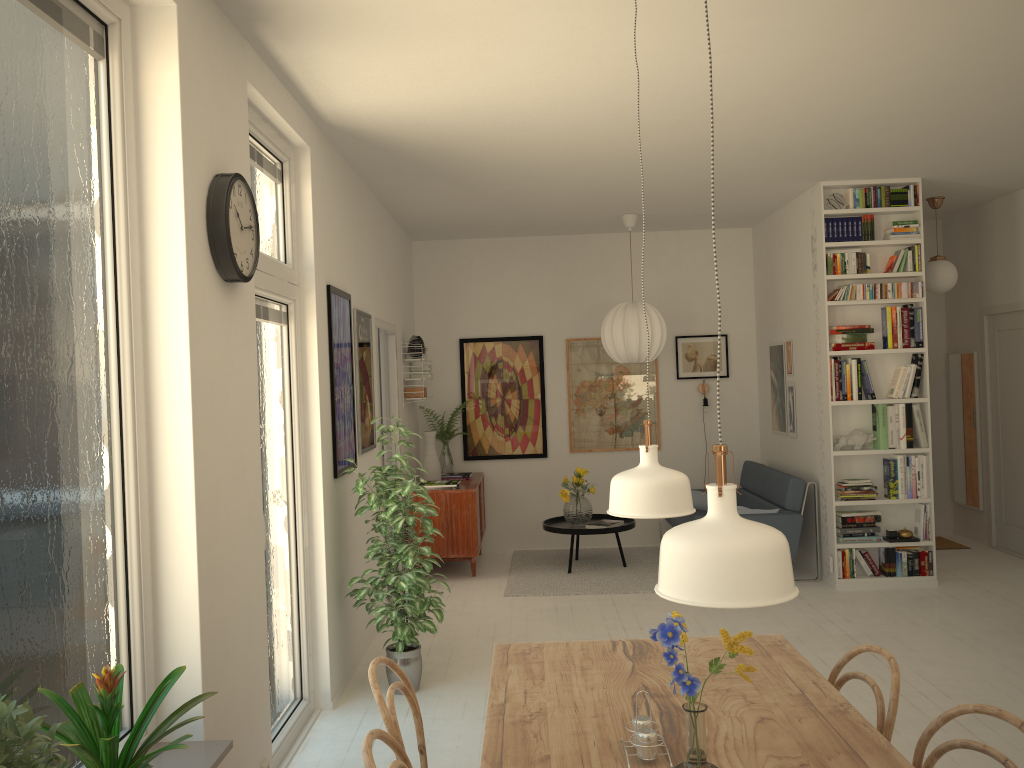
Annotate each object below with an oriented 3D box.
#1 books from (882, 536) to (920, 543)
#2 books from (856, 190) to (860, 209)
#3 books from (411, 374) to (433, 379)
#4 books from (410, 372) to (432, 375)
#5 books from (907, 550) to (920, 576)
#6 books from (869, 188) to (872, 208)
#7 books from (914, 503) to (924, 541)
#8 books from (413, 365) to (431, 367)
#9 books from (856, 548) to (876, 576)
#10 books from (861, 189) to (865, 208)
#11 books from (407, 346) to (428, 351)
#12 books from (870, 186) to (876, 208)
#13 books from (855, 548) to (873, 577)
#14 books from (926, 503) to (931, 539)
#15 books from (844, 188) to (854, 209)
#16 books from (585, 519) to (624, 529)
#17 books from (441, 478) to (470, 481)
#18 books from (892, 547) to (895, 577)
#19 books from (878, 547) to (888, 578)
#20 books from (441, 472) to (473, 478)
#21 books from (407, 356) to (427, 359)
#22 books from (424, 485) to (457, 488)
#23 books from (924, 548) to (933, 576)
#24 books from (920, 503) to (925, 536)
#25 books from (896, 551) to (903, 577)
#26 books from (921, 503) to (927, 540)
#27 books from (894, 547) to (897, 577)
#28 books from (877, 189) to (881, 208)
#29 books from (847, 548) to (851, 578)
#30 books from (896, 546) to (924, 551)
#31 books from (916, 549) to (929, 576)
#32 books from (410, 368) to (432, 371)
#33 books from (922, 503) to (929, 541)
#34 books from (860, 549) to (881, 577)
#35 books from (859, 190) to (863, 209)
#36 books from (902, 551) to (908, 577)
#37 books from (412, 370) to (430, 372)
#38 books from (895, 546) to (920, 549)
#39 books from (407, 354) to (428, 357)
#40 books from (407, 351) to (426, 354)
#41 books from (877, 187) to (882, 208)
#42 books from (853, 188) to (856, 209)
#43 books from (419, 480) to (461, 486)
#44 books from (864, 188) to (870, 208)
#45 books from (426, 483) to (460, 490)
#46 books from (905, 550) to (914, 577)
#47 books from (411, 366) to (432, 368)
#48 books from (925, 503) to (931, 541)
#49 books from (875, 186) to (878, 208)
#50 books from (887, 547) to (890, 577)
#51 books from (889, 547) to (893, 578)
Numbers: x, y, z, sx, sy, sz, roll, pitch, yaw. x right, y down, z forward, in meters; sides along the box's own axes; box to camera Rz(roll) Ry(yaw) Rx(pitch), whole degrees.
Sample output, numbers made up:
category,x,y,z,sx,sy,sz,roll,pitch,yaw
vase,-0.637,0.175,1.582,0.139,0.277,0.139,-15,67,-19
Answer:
category,x,y,z,sx,sy,sz,roll,pitch,yaw
books,2.783,1.110,6.347,0.214,0.023,0.130,-2,0,1
books,2.462,-1.315,6.390,0.023,0.137,0.161,-2,0,1
books,-0.795,-0.066,7.832,0.179,0.037,0.190,-2,0,0
books,-0.802,-0.095,7.824,0.168,0.021,0.197,-2,0,3
books,2.880,1.281,6.417,0.050,0.170,0.221,-2,0,1
books,2.556,-1.325,6.415,0.024,0.148,0.188,-2,0,1
books,2.923,0.987,6.409,0.034,0.257,0.209,-2,0,1
books,-0.793,-0.159,7.830,0.147,0.016,0.195,-2,0,-2
books,2.541,1.282,6.389,0.118,0.192,0.118,-2,0,1
books,2.508,-1.319,6.418,0.018,0.141,0.206,-2,0,1
books,-0.800,-0.296,7.516,0.178,0.036,0.145,-2,0,-6
books,2.579,-1.330,6.422,0.024,0.156,0.228,-2,0,1
books,2.510,1.279,6.397,0.135,0.200,0.134,-2,0,1
books,2.976,0.985,6.382,0.011,0.256,0.139,-2,0,1
books,2.424,-1.320,6.399,0.026,0.149,0.155,-2,0,1
books,0.755,1.142,7.202,0.200,0.031,0.289,-2,0,35
books,-0.553,0.821,7.741,0.371,0.022,0.259,-2,0,1
books,2.709,1.264,6.397,0.015,0.214,0.202,-2,0,1
books,2.664,1.266,6.396,0.015,0.214,0.202,-2,0,1
books,-0.540,0.800,7.746,0.368,0.020,0.255,-2,0,3
books,-0.807,-0.220,7.526,0.159,0.028,0.147,-2,0,-2
books,-0.587,0.810,7.123,0.296,0.015,0.240,-2,0,0
books,2.977,1.274,6.413,0.032,0.176,0.230,-2,0,1
books,2.932,0.987,6.411,0.030,0.256,0.198,-2,0,1
books,2.755,1.281,6.410,0.044,0.179,0.224,-2,0,1
books,2.942,0.987,6.376,0.033,0.258,0.130,-2,0,1
books,2.724,1.264,6.403,0.015,0.214,0.202,-2,0,1
books,2.612,-1.321,6.406,0.019,0.137,0.201,-2,0,1
books,2.405,1.281,6.410,0.012,0.206,0.193,-2,0,1
books,2.845,1.182,6.397,0.193,0.012,0.130,-2,0,1
books,2.933,1.274,6.396,0.056,0.180,0.202,-2,0,1
books,-0.800,-0.128,7.825,0.173,0.023,0.190,-2,0,0
books,2.961,0.985,6.403,0.008,0.256,0.184,-2,0,1
books,2.573,1.284,6.395,0.131,0.188,0.136,-2,0,1
books,2.487,-1.314,6.432,0.025,0.131,0.253,-2,0,1
books,2.791,1.281,6.404,0.032,0.176,0.222,-2,0,1
books,-0.803,-0.111,7.840,0.147,0.012,0.195,-2,0,-2
books,2.832,1.174,6.379,0.165,0.006,0.103,-2,0,1
books,-0.800,-0.244,7.528,0.158,0.019,0.131,-2,0,3
books,-0.811,-0.265,7.522,0.155,0.024,0.136,-2,0,-6
books,2.626,-1.329,6.413,0.009,0.151,0.208,-2,0,1
books,2.444,-1.320,6.416,0.013,0.146,0.208,-2,0,1
books,-0.576,0.794,7.123,0.311,0.015,0.192,-2,0,4
books,2.530,-1.322,6.399,0.028,0.147,0.192,-2,0,1
books,-0.577,0.826,7.124,0.320,0.020,0.237,-2,0,-3
books,2.831,1.286,6.403,0.048,0.163,0.209,-2,0,1
books,-0.798,-0.145,7.832,0.153,0.013,0.197,-2,0,3
books,2.968,0.984,6.391,0.007,0.257,0.181,-2,0,1
books,2.597,-1.331,6.417,0.012,0.158,0.220,-2,0,1
books,2.679,1.266,6.403,0.015,0.214,0.202,-2,0,1
books,2.694,1.265,6.390,0.015,0.214,0.202,-2,0,1
